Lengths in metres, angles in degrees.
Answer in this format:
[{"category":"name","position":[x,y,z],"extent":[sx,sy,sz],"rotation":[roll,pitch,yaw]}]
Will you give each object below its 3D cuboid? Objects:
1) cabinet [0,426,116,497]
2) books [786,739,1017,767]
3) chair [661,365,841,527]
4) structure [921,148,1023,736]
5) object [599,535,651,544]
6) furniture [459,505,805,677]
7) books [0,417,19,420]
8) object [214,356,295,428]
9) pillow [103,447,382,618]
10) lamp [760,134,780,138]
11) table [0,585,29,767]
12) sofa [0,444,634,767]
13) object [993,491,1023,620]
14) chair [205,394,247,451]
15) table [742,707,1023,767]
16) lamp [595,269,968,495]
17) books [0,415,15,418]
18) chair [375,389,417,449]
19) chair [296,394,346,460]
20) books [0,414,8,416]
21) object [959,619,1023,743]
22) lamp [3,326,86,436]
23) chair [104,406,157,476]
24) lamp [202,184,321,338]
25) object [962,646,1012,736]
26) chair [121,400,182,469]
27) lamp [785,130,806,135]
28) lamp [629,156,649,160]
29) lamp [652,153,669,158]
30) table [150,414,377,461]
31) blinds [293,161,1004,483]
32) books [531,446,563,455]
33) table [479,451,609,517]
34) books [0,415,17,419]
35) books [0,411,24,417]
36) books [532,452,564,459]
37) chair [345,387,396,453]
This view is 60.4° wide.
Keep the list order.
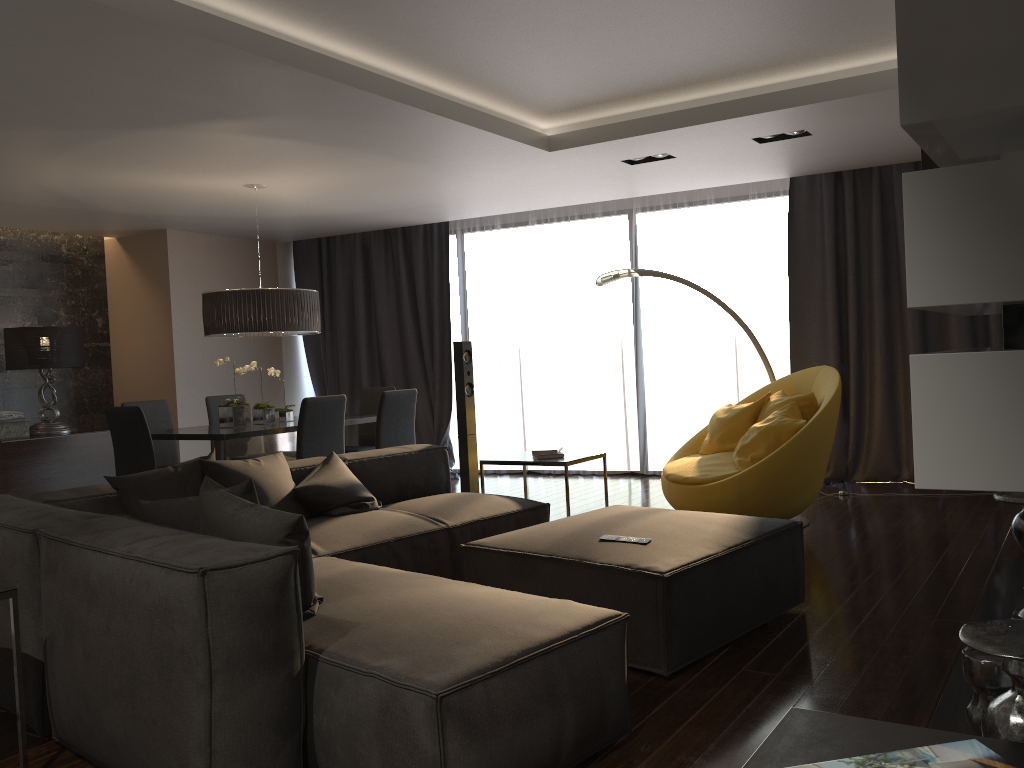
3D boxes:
[{"category":"cabinet","position":[-4.096,-0.040,4.505],"extent":[4.235,2.500,7.258],"rotation":[-2,2,33]},{"category":"books","position":[0.477,0.495,1.031],"extent":[0.325,0.011,0.248],"rotation":[-3,2,-9]},{"category":"chair","position":[1.548,0.407,5.752],"extent":[1.141,1.005,1.512],"rotation":[-3,1,0]},{"category":"structure","position":[1.604,0.093,2.716],"extent":[0.457,1.766,3.026],"rotation":[-2,2,34]},{"category":"object","position":[0.436,0.599,3.393],"extent":[0.198,0.015,0.053],"rotation":[-2,2,31]},{"category":"furniture","position":[0.530,0.786,3.740],"extent":[1.035,0.440,1.157],"rotation":[-1,2,42]},{"category":"books","position":[-4.342,0.296,7.384],"extent":[0.259,0.011,0.311],"rotation":[-3,2,-11]},{"category":"object","position":[-1.894,0.044,6.428],"extent":[0.296,0.501,0.600],"rotation":[-2,2,30]},{"category":"pillow","position":[-1.150,0.491,3.449],"extent":[1.068,0.431,2.078],"rotation":[-3,1,-4]},{"category":"lamp","position":[1.673,-1.644,5.746],"extent":[0.186,0.077,0.167],"rotation":[-4,2,-39]},{"category":"table","position":[-1.753,0.873,2.430],"extent":[0.572,0.563,0.472],"rotation":[-2,2,32]},{"category":"sofa","position":[-0.478,0.710,3.538],"extent":[2.587,0.704,2.622],"rotation":[-1,2,42]},{"category":"object","position":[1.828,0.620,3.084],"extent":[0.230,0.475,0.249],"rotation":[-2,1,24]},{"category":"chair","position":[-2.120,0.566,7.123],"extent":[0.544,0.964,0.449],"rotation":[-2,2,32]},{"category":"table","position":[0.469,0.804,1.036],"extent":[0.429,0.563,0.630],"rotation":[-2,2,33]},{"category":"lamp","position":[2.778,-0.058,6.485],"extent":[4.167,1.779,0.591],"rotation":[-3,1,9]},{"category":"books","position":[-4.352,0.275,7.382],"extent":[0.263,0.011,0.306],"rotation":[-3,2,-21]},{"category":"chair","position":[-1.004,0.530,6.462],"extent":[0.544,0.964,0.449],"rotation":[-2,2,32]},{"category":"chair","position":[-1.411,0.566,5.850],"extent":[0.544,0.964,0.449],"rotation":[-2,2,32]},{"category":"books","position":[-4.356,0.265,7.373],"extent":[0.261,0.011,0.309],"rotation":[-3,2,-16]},{"category":"object","position":[0.943,0.698,1.604],"extent":[0.211,0.482,0.227],"rotation":[-2,1,26]},{"category":"lamp","position":[-4.099,-0.029,7.761],"extent":[0.622,0.933,0.563],"rotation":[-4,2,-31]},{"category":"chair","position":[-2.266,0.609,5.768],"extent":[0.407,0.964,0.600],"rotation":[-2,2,33]},{"category":"lamp","position":[-1.851,-0.910,6.453],"extent":[0.844,1.102,0.764],"rotation":[-4,2,-34]},{"category":"object","position":[1.007,0.743,1.835],"extent":[0.118,0.371,0.128],"rotation":[-2,1,27]},{"category":"chair","position":[-2.526,0.602,6.511],"extent":[0.544,0.964,0.449],"rotation":[-2,2,32]},{"category":"lamp","position":[1.821,-1.649,5.659],"extent":[0.167,0.077,0.187],"rotation":[-1,2,44]},{"category":"lamp","position":[0.881,-1.619,6.215],"extent":[0.169,0.077,0.184],"rotation":[-2,2,27]},{"category":"lamp","position":[1.030,-1.623,6.127],"extent":[0.167,0.077,0.187],"rotation":[-1,2,44]},{"category":"table","position":[-1.752,0.668,6.492],"extent":[0.991,0.760,1.680],"rotation":[-2,2,33]},{"category":"blinds","position":[0.949,-0.561,8.068],"extent":[7.204,2.893,0.778],"rotation":[-2,1,23]},{"category":"books","position":[0.209,0.391,5.193],"extent":[0.153,0.022,0.208],"rotation":[-2,2,9]},{"category":"table","position":[0.200,0.707,5.200],"extent":[0.572,0.563,0.472],"rotation":[-2,2,32]},{"category":"books","position":[-4.342,0.285,7.399],"extent":[0.263,0.011,0.306],"rotation":[-3,2,-21]},{"category":"books","position":[-4.351,0.250,7.453],"extent":[0.305,0.109,0.288],"rotation":[-1,2,42]},{"category":"books","position":[0.211,0.414,5.179],"extent":[0.166,0.023,0.228],"rotation":[-3,2,-7]},{"category":"chair","position":[-1.260,0.522,7.243],"extent":[0.407,0.964,0.600],"rotation":[-2,2,33]}]
